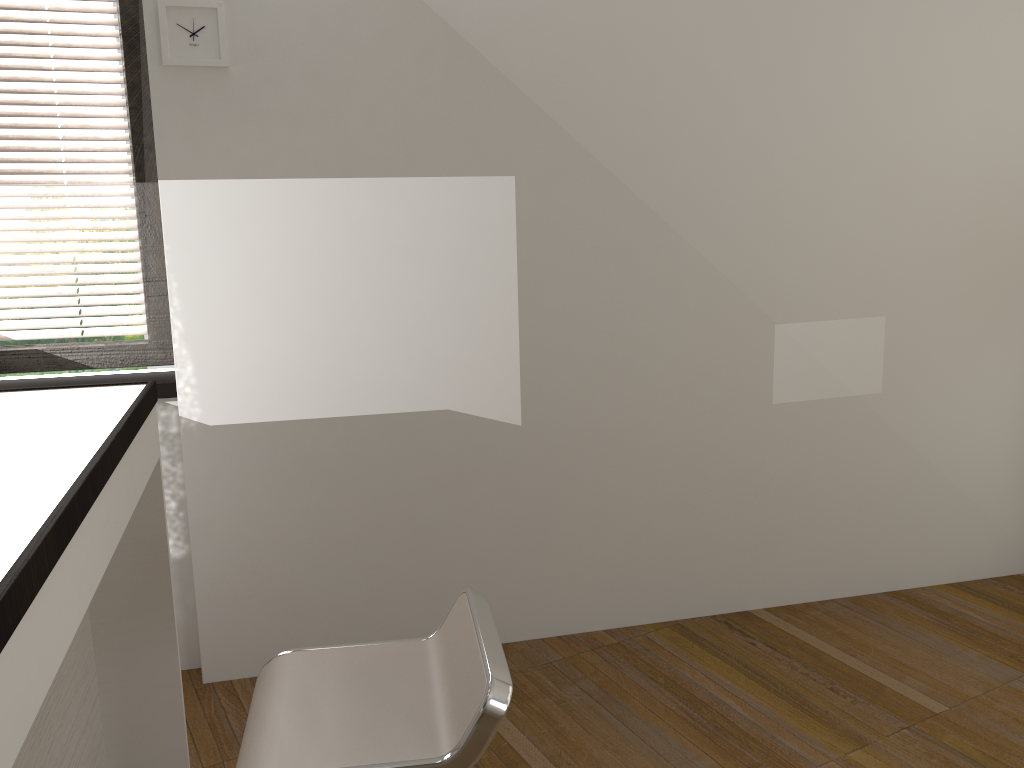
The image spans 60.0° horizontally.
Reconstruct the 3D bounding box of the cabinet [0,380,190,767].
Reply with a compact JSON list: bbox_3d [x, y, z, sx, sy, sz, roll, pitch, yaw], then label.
[{"bbox_3d":[-0.854,0.849,0.889,0.663,1.134,2.947,-4,12,-14],"label":"cabinet"}]

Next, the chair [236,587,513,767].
[{"bbox_3d":[-0.246,0.842,1.579,0.460,0.857,0.418,-2,12,-9],"label":"chair"}]

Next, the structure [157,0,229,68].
[{"bbox_3d":[-0.923,-1.015,2.571,0.180,0.180,0.026,-4,12,-14],"label":"structure"}]

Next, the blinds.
[{"bbox_3d":[-5.289,-3.601,4.356,9.030,12.704,16.000,5,13,25],"label":"blinds"}]
